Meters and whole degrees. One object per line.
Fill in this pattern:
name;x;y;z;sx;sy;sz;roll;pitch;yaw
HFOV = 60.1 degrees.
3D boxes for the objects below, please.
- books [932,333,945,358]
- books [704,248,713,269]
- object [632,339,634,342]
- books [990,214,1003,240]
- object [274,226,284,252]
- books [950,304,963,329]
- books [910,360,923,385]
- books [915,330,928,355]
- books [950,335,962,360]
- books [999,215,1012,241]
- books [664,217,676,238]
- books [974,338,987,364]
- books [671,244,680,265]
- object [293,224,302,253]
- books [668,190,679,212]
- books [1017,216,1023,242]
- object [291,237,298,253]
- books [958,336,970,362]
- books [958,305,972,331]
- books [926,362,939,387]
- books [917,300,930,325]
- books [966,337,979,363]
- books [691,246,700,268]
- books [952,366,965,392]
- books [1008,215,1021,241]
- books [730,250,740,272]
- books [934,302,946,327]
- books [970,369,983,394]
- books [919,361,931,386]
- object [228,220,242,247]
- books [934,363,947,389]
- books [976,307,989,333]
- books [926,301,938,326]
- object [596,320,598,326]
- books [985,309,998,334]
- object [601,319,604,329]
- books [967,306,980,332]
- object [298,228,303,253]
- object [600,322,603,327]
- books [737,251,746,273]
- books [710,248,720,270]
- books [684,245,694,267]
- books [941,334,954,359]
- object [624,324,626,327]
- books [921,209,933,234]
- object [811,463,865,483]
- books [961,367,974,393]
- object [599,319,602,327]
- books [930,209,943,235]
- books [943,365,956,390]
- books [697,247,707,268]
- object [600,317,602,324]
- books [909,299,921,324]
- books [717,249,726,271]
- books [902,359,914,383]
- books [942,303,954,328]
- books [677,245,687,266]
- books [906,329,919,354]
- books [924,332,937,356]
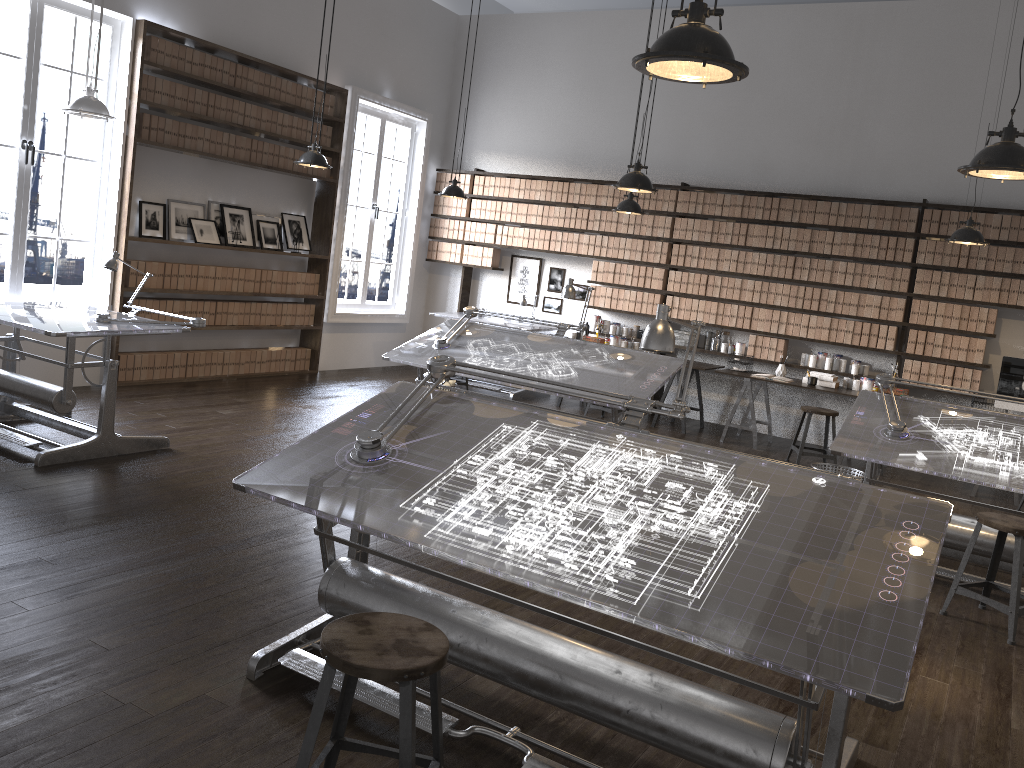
books;3.889;-0.351;8.065;0.067;0.224;0.174;10;7;29
books;2.052;-1.286;9.126;0.067;0.224;0.175;10;7;29
object;1.272;-0.425;9.438;0.036;0.117;0.005;10;6;24
books;4.280;-1.379;7.825;0.067;0.224;0.175;10;7;29
object;-2.314;-1.446;8.812;0.040;0.259;0.124;10;6;29
books;4.012;-0.603;7.988;0.067;0.225;0.175;10;7;29
books;3.728;-0.104;8.160;0.067;0.224;0.175;10;7;29
books;3.763;-0.377;8.137;0.067;0.225;0.175;10;7;29
books;4.012;-0.326;7.999;0.067;0.224;0.175;10;7;29
books;4.340;-1.366;7.787;0.067;0.225;0.175;10;7;29
books;1.675;-1.641;9.335;0.067;0.225;0.175;10;7;29
books;4.179;-0.291;7.899;0.067;0.224;0.175;10;7;29
books;1.742;-1.350;9.306;0.067;0.224;0.175;10;7;29
object;-2.192;-1.483;9.032;0.040;0.303;0.118;10;6;29
books;1.715;-1.912;9.306;0.067;0.224;0.175;10;7;29
books;4.463;-1.341;7.723;0.067;0.224;0.174;10;7;29
object;-2.201;-1.405;8.969;0.040;0.165;0.066;10;6;29
books;4.067;-0.314;7.960;0.067;0.225;0.175;10;7;29
books;4.073;-0.591;7.960;0.067;0.224;0.175;10;7;29
books;3.846;-0.080;8.097;0.067;0.224;0.175;10;7;29
books;3.782;-0.651;8.127;0.067;0.224;0.175;10;7;29
books;4.126;-0.302;7.931;0.067;0.224;0.175;10;7;29
books;1.928;-1.311;9.192;0.067;0.224;0.174;10;7;29
books;4.031;-0.042;7.993;0.067;0.224;0.175;10;7;29
books;4.403;-1.354;7.756;0.067;0.224;0.175;10;7;29
books;2.280;-1.237;8.988;0.067;0.225;0.175;10;7;29
books;3.903;-0.626;8.055;0.067;0.224;0.175;10;7;29
books;4.152;-0.017;7.922;0.067;0.224;0.174;10;7;29
books;3.789;-0.091;8.124;0.067;0.225;0.175;10;7;29
object;-2.594;-1.411;8.306;0.040;0.259;0.174;10;7;29
books;3.903;-0.069;8.067;0.067;0.224;0.175;10;7;29
books;4.192;-0.566;7.886;0.067;0.224;0.174;10;7;29
books;3.840;-0.639;8.089;0.067;0.225;0.175;10;7;29
object;0.922;-0.590;9.495;0.071;0.185;0.008;10;6;30
books;4.255;-0.553;7.855;0.067;0.224;0.175;10;7;29
object;0.981;-0.646;9.790;0.050;0.139;0.051;10;6;27
books;4.133;-0.578;7.925;0.067;0.224;0.174;10;7;29
object;-2.184;-1.471;9.108;0.040;0.261;0.110;10;6;29
object;0.942;-0.593;9.488;0.055;0.192;0.006;10;6;29
books;2.342;-1.225;8.957;0.067;0.224;0.175;10;7;29
books;2.106;-1.273;9.087;0.067;0.225;0.175;10;7;29
books;1.870;-1.323;9.232;0.067;0.224;0.175;10;7;29
books;3.951;-0.339;8.034;0.067;0.224;0.174;10;7;29
object;1.222;-0.595;9.671;0.004;0.133;0.030;3;6;-38
books;3.803;-1.479;8.105;0.067;0.224;0.175;10;7;29
object;2.111;0.744;5.796;0.352;0.376;0.355;2;8;-38
books;4.089;-0.029;7.953;0.067;0.224;0.174;10;7;29
object;0.932;-0.599;9.477;0.007;0.213;0.055;5;6;-25
books;3.864;-1.465;8.063;0.067;0.225;0.175;10;7;29
books;3.964;-0.055;8.025;0.067;0.225;0.175;10;7;29
books;1.991;-1.298;9.161;0.067;0.224;0.174;10;7;29
object;0.941;-0.609;9.498;0.007;0.227;0.021;12;7;41
books;3.723;-0.664;8.164;0.067;0.224;0.174;10;7;29
books;2.166;-1.262;9.058;0.067;0.224;0.175;10;7;29
books;3.667;-0.117;8.199;0.067;0.224;0.174;10;7;29
books;3.957;-0.615;8.025;0.067;0.224;0.175;10;7;29
books;1.803;-1.337;9.264;0.067;0.225;0.175;10;7;29
books;3.703;-0.390;8.179;0.067;0.224;0.175;10;7;29
books;3.830;-0.364;8.105;0.067;0.224;0.175;10;7;29
